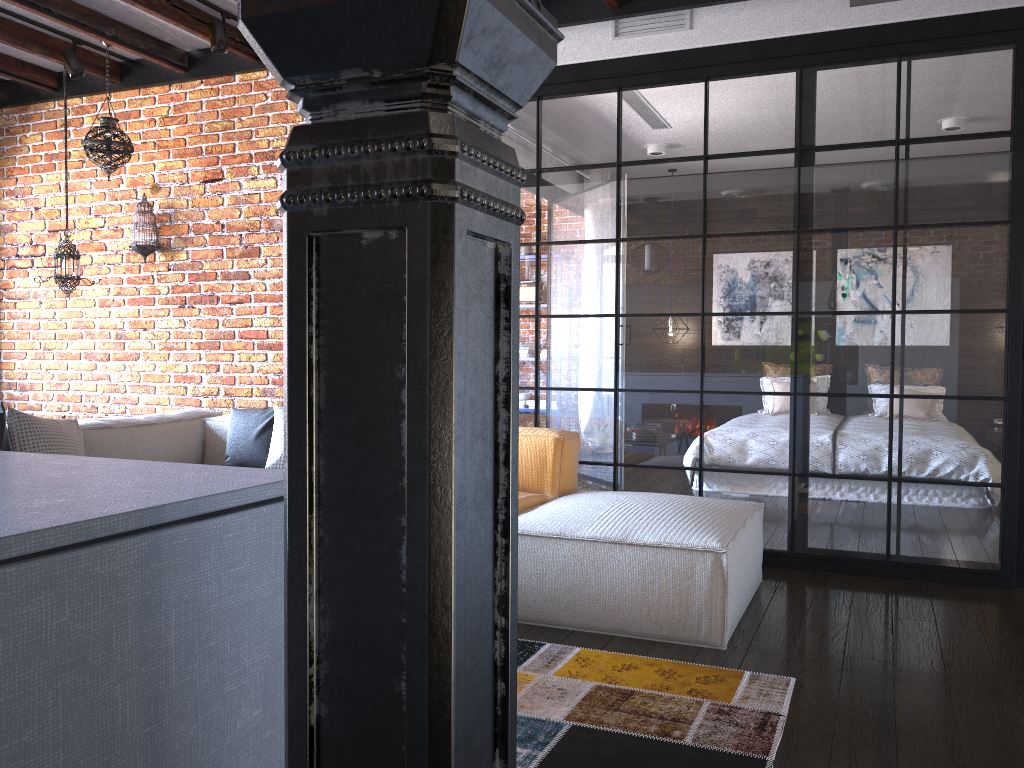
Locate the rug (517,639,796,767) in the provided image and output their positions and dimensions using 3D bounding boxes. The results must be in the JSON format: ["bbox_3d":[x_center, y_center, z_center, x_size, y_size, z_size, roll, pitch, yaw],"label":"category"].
[{"bbox_3d":[-0.492,0.894,2.504,2.364,0.013,1.431,1,2,23],"label":"rug"}]

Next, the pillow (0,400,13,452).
[{"bbox_3d":[-2.111,0.280,3.462,0.238,0.417,0.538,1,2,12],"label":"pillow"}]

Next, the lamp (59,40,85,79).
[{"bbox_3d":[-2.434,-1.795,4.908,0.134,0.208,0.090,0,2,-10],"label":"lamp"}]

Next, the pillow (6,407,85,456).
[{"bbox_3d":[-1.957,0.285,3.764,0.250,0.402,0.543,1,2,5],"label":"pillow"}]

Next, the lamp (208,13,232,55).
[{"bbox_3d":[-1.490,-1.783,4.512,0.113,0.194,0.085,0,2,-6],"label":"lamp"}]

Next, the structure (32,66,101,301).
[{"bbox_3d":[-2.621,-1.208,5.214,0.338,1.437,0.389,1,2,23],"label":"structure"}]

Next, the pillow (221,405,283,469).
[{"bbox_3d":[-1.274,0.261,4.521,0.510,0.400,0.263,1,2,17],"label":"pillow"}]

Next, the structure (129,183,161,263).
[{"bbox_3d":[-2.172,-0.958,5.245,0.169,0.482,0.169,1,2,23],"label":"structure"}]

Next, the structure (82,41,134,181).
[{"bbox_3d":[-2.267,-1.532,4.979,0.265,0.779,0.273,-1,2,-28],"label":"structure"}]

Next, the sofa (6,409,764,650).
[{"bbox_3d":[-0.844,0.544,3.430,3.300,0.698,2.536,1,2,22],"label":"sofa"}]

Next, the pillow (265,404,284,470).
[{"bbox_3d":[-0.982,0.284,4.341,0.495,0.354,0.293,1,2,8],"label":"pillow"}]

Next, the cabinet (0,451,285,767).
[{"bbox_3d":[-1.710,0.509,1.374,2.960,0.844,0.607,1,2,23],"label":"cabinet"}]

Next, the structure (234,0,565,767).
[{"bbox_3d":[0.154,-0.362,4.727,0.481,2.394,8.512,1,2,4],"label":"structure"}]
